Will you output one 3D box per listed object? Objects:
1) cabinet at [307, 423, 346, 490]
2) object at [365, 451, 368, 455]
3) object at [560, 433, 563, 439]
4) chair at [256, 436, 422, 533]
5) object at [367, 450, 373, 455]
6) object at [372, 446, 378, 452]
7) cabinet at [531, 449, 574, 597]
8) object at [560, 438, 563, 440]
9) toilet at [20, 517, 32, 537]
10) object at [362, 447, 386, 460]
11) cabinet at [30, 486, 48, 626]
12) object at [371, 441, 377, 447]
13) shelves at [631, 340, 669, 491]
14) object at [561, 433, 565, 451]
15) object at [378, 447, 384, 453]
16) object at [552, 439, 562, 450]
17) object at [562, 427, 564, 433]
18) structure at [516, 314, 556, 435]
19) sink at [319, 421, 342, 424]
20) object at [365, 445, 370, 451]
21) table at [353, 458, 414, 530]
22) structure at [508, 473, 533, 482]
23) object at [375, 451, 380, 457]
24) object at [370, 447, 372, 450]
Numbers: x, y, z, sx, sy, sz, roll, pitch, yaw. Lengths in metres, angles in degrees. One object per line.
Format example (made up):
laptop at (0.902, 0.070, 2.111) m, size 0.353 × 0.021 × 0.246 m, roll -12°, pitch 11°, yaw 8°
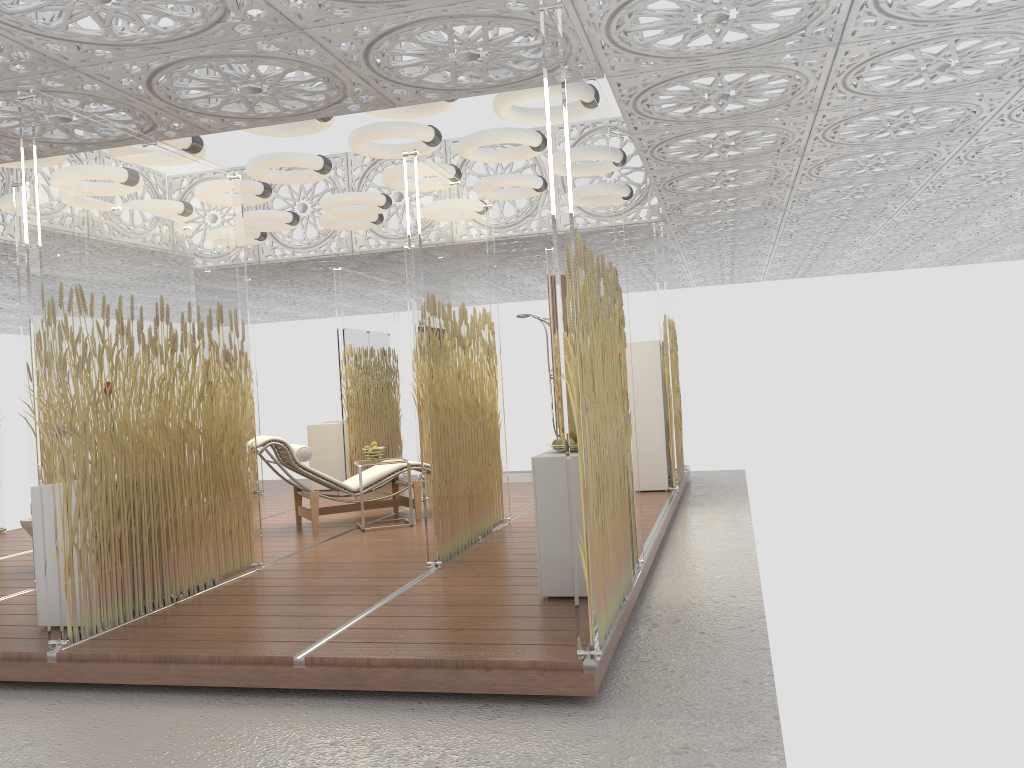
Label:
cabinet at (-2.093, 0.861, 10.860) m, size 0.549 × 0.782 × 0.643 m, roll -3°, pitch 0°, yaw 14°
object at (-1.217, 0.576, 7.447) m, size 0.040 × 0.040 × 0.039 m, roll -3°, pitch 0°, yaw 6°
object at (0.305, 0.302, 4.903) m, size 0.077 × 0.067 × 0.078 m, roll -3°, pitch 0°, yaw 15°
chair at (-1.366, 0.804, 7.771) m, size 1.787 × 0.811 × 0.635 m, roll -3°, pitch 0°, yaw -26°
object at (-1.187, 0.570, 7.414) m, size 0.047 × 0.045 × 0.047 m, roll -3°, pitch 0°, yaw 18°
object at (-1.146, 0.546, 7.424) m, size 0.055 × 0.054 × 0.050 m, roll -3°, pitch 0°, yaw -17°
cabinet at (0.363, 0.719, 4.781) m, size 0.358 × 0.712 × 0.595 m, roll -3°, pitch 0°, yaw 14°
object at (0.274, 0.330, 4.852) m, size 0.056 × 0.066 × 0.053 m, roll -3°, pitch 0°, yaw 16°
toilet at (-3.216, 1.070, 6.375) m, size 0.611 × 0.506 × 0.401 m, roll -3°, pitch 0°, yaw 14°
object at (-1.160, 0.590, 7.467) m, size 0.206 × 0.105 × 0.206 m, roll -3°, pitch 0°, yaw -31°
cabinet at (-2.204, 0.871, 4.785) m, size 0.358 × 0.712 × 0.595 m, roll -3°, pitch 0°, yaw 14°
object at (-1.160, 0.511, 7.460) m, size 0.055 × 0.056 × 0.055 m, roll -3°, pitch 0°, yaw 14°
shelves at (1.351, 0.308, 8.821) m, size 0.344 × 1.460 × 0.366 m, roll -3°, pitch 0°, yaw 14°
object at (0.294, 0.309, 4.734) m, size 0.064 × 0.097 × 0.064 m, roll -3°, pitch 0°, yaw 5°
object at (-1.107, 0.557, 7.465) m, size 0.055 × 0.048 × 0.054 m, roll -3°, pitch 0°, yaw 7°
object at (0.256, 0.327, 4.796) m, size 0.066 × 0.065 × 0.091 m, roll -4°, pitch 0°, yaw 29°
object at (0.321, 0.269, 4.838) m, size 0.035 × 0.084 × 0.200 m, roll -4°, pitch 0°, yaw 36°
structure at (0.406, -0.082, 10.681) m, size 0.624 × 2.402 × 0.433 m, roll -3°, pitch 0°, yaw 0°
sink at (-2.098, 0.493, 10.860) m, size 0.499 × 0.266 × 0.573 m, roll -3°, pitch 0°, yaw 17°
object at (-1.211, 0.538, 7.429) m, size 0.047 × 0.045 × 0.047 m, roll -3°, pitch 0°, yaw 15°
table at (-1.080, 0.910, 7.434) m, size 0.420 × 0.535 × 0.420 m, roll -3°, pitch 0°, yaw -16°
structure at (0.172, 1.155, 10.827) m, size 0.879 × 0.039 × 1.053 m, roll -3°, pitch 0°, yaw 14°
object at (-1.125, 0.586, 7.427) m, size 0.045 × 0.042 × 0.045 m, roll -3°, pitch 0°, yaw 9°
object at (-1.188, 0.549, 7.461) m, size 0.040 × 0.038 × 0.040 m, roll -3°, pitch 0°, yaw -15°
